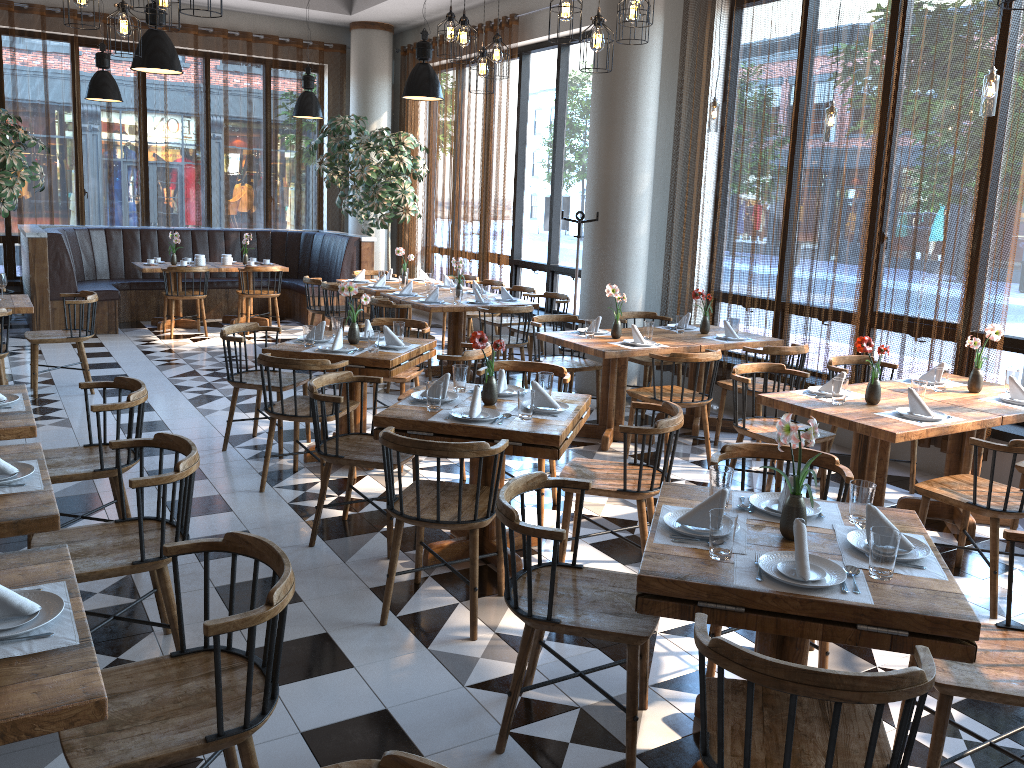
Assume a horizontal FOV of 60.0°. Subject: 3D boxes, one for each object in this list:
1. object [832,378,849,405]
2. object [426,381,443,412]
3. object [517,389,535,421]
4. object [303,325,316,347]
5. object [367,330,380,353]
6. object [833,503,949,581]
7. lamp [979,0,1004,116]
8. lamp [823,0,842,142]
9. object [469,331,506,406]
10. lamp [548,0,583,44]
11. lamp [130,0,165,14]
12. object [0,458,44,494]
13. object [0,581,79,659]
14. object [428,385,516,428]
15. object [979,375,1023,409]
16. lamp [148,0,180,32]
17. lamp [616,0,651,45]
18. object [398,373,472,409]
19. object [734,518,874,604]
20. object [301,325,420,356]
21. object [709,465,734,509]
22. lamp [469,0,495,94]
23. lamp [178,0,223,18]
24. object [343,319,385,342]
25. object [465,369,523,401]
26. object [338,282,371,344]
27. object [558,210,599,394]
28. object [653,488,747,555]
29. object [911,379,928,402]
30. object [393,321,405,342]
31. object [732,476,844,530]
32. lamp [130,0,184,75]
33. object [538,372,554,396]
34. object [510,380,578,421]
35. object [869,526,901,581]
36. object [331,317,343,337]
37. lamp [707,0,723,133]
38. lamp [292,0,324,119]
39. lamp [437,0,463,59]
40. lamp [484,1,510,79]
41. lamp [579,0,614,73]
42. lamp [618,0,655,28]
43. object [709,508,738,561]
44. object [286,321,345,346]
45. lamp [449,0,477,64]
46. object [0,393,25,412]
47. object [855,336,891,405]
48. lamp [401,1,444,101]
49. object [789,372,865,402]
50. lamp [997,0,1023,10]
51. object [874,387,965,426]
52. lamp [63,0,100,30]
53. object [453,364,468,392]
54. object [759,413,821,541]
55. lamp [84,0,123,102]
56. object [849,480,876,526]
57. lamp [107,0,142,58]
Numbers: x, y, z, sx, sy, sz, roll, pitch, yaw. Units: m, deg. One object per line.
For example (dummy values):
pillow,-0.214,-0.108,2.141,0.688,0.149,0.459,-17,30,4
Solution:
object,1.696,0.040,4.590,0.080,0.131,0.080,12,14,43
object,-0.359,0.058,4.084,0.080,0.131,0.080,-3,11,-26
object,0.062,0.095,3.996,0.080,0.131,0.080,-3,11,-26
object,-1.281,-0.301,5.592,0.080,0.131,0.080,7,11,23
object,-0.860,-0.264,5.504,0.080,0.131,0.080,7,11,23
object,1.116,0.428,2.623,0.272,0.136,0.354,5,12,13
lamp,2.705,-2.465,4.804,0.078,1.950,0.078,-2,11,-24
lamp,2.148,-2.569,5.726,0.078,1.950,0.078,4,10,9
object,-0.132,-0.081,4.253,0.171,0.352,0.157,7,11,23
lamp,0.327,-2.865,4.619,0.176,2.056,0.175,12,13,43
lamp,-1.998,-3.106,4.803,0.175,2.056,0.176,0,10,-13
object,-1.703,0.246,2.908,0.272,0.136,0.354,-4,13,-31
object,-1.133,0.467,1.975,0.272,0.136,0.354,-4,13,-31
object,-0.168,0.083,3.992,0.352,0.136,0.273,5,12,13
object,2.786,0.032,4.841,0.352,0.136,0.273,-5,13,-31
lamp,-1.993,-3.093,5.018,0.175,2.056,0.176,-2,11,-24
lamp,0.718,-2.931,4.805,0.175,2.056,0.176,-2,11,-23
object,-0.368,0.008,4.307,0.272,0.136,0.354,5,12,13
object,0.793,0.456,2.425,0.352,0.136,0.273,5,12,13
object,-0.942,-0.296,5.627,0.578,0.136,0.586,5,12,13
object,0.692,0.344,2.944,0.080,0.131,0.080,-1,11,-16
lamp,-0.170,-3.052,6.032,0.176,2.056,0.175,12,13,44
lamp,-1.277,-2.584,3.591,0.175,2.056,0.176,8,11,29
object,-0.966,-0.379,6.016,0.352,0.136,0.273,5,12,13
object,-0.045,-0.020,4.505,0.352,0.136,0.273,5,12,13
object,-1.027,-0.463,5.768,0.206,0.397,0.147,0,10,-12
object,0.548,-0.670,7.719,0.376,1.647,0.376,11,13,40
object,0.593,0.380,2.740,0.272,0.136,0.354,5,12,13
object,2.128,0.047,4.643,0.080,0.131,0.080,12,14,43
object,-0.756,-0.347,5.921,0.080,0.131,0.080,9,12,33
object,0.916,0.353,2.938,0.352,0.136,0.273,5,12,13
lamp,-2.731,-3.352,6.763,0.391,1.852,0.392,-7,13,-43
object,0.165,0.011,4.413,0.080,0.131,0.080,-3,11,-26
object,0.155,0.055,4.190,0.272,0.136,0.354,5,12,13
object,1.018,0.467,2.431,0.080,0.131,0.080,-1,11,-16
object,-1.186,-0.386,6.017,0.080,0.131,0.080,9,12,33
lamp,1.582,-2.894,6.642,0.078,1.950,0.078,9,12,34
lamp,-2.457,-4.169,10.688,0.390,1.852,0.393,-1,10,-19
lamp,-0.391,-3.288,5.999,0.176,2.056,0.175,12,13,44
lamp,-0.071,-3.218,6.209,0.175,2.056,0.176,4,10,11
lamp,0.509,-2.753,4.758,0.175,2.056,0.176,0,10,-12
lamp,0.709,-2.943,4.590,0.175,2.056,0.176,0,10,-12
object,0.597,0.430,2.519,0.080,0.131,0.080,-1,11,-16
object,-1.289,-0.351,5.819,0.272,0.136,0.354,5,12,13
lamp,-0.289,-3.191,5.831,0.175,2.056,0.176,9,12,33
object,-2.281,0.021,3.853,0.272,0.136,0.354,-4,13,-31
object,1.868,-0.076,4.637,0.171,0.352,0.156,10,13,37
lamp,-0.776,-3.515,7.937,0.392,1.852,0.392,10,12,35
object,1.745,-0.011,4.830,0.352,0.136,0.273,-5,13,-31
lamp,1.777,-2.285,2.802,0.175,2.056,0.176,-5,12,-36
object,2.025,0.095,4.384,0.352,0.136,0.273,-5,13,-31
lamp,-2.380,-3.025,4.825,0.176,2.056,0.175,11,13,42
object,-0.265,-0.028,4.509,0.080,0.131,0.080,-1,11,-16
object,0.837,0.275,2.659,0.146,0.397,0.208,-1,11,-20
lamp,-4.413,-4.006,9.514,0.391,1.852,0.393,-3,11,-28
object,1.122,0.383,2.849,0.080,0.131,0.080,-1,11,-16
lamp,-2.201,-2.915,4.967,0.175,2.056,0.176,0,10,-13
